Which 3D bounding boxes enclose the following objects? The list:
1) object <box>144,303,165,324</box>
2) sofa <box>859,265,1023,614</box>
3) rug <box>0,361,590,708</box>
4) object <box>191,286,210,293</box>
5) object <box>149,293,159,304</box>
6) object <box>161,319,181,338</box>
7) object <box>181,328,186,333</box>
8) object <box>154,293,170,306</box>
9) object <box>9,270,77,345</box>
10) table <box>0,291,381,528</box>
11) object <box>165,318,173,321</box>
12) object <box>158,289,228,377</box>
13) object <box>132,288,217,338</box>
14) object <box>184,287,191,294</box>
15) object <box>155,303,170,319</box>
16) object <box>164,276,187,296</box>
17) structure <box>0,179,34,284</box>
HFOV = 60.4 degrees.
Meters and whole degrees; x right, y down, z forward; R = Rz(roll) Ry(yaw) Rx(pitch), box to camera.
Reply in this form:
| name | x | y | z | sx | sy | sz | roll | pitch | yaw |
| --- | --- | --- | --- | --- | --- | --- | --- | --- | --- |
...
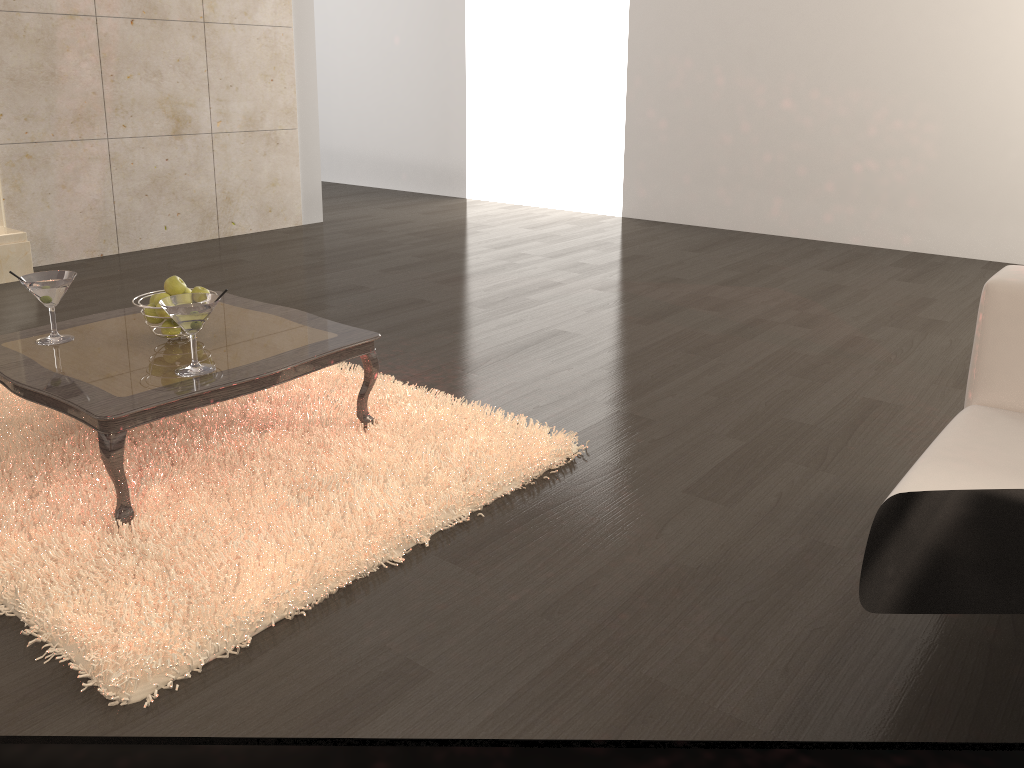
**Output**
| name | x | y | z | sx | sy | sz | roll | pitch | yaw |
| --- | --- | --- | --- | --- | --- | --- | --- | --- | --- |
| object | -1.035 | -0.204 | 2.552 | 0.061 | 0.060 | 0.063 | 1 | 16 | 3 |
| sofa | 0.907 | 0.364 | 1.132 | 0.955 | 0.633 | 2.065 | 14 | 23 | 36 |
| rug | -0.973 | 0.151 | 2.652 | 2.022 | 0.065 | 1.537 | 15 | 24 | 36 |
| object | -0.914 | -0.261 | 2.583 | 0.054 | 0.050 | 0.054 | 13 | 21 | 37 |
| object | -1.037 | -0.239 | 2.601 | 0.063 | 0.053 | 0.062 | 11 | 20 | 30 |
| object | -0.988 | -0.160 | 2.550 | 0.055 | 0.053 | 0.056 | -13 | 21 | -38 |
| object | -0.952 | -0.183 | 2.600 | 0.067 | 0.062 | 0.071 | -2 | 17 | -6 |
| object | -1.006 | -0.239 | 2.539 | 0.050 | 0.048 | 0.046 | -12 | 20 | -35 |
| object | -1.333 | -0.231 | 2.546 | 0.151 | 0.210 | 0.155 | 4 | 16 | 13 |
| table | -0.994 | 0.013 | 2.616 | 0.924 | 0.294 | 0.922 | 14 | 23 | 35 |
| object | -1.010 | -0.173 | 2.606 | 0.044 | 0.042 | 0.043 | 15 | 22 | 40 |
| object | -0.832 | -0.139 | 2.292 | 0.152 | 0.210 | 0.154 | 9 | 18 | 30 |
| object | -0.982 | -0.196 | 2.581 | 0.234 | 0.115 | 0.241 | -2 | 18 | -6 |
| object | -0.979 | -0.260 | 2.621 | 0.062 | 0.059 | 0.058 | 3 | 16 | 8 |
| object | -0.984 | -0.211 | 2.501 | 0.053 | 0.053 | 0.056 | 1 | 16 | 1 |
| object | -0.983 | -0.285 | 2.570 | 0.063 | 0.062 | 0.063 | 13 | 21 | 37 |
| structure | -3.274 | -1.068 | 4.191 | 0.595 | 1.303 | 1.553 | 11 | 20 | 37 |
